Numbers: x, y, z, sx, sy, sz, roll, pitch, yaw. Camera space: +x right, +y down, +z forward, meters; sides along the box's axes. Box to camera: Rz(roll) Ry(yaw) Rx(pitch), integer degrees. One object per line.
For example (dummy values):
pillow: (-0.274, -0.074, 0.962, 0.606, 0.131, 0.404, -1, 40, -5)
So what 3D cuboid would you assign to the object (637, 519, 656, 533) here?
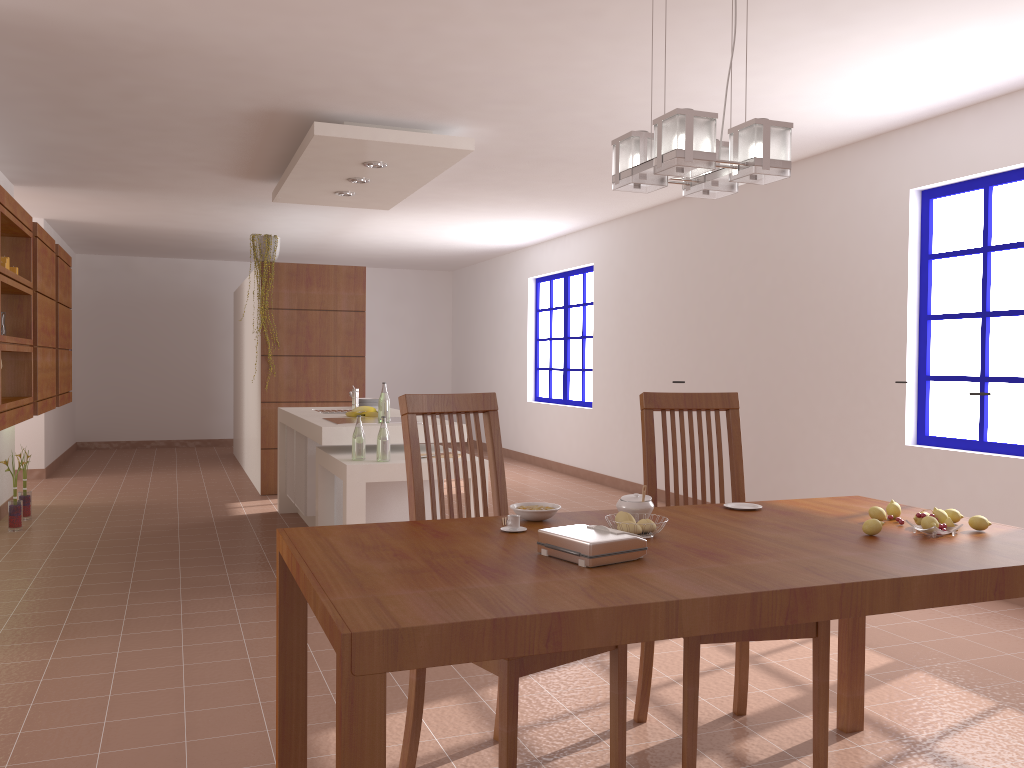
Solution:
object: (0.322, 0.341, 2.140, 0.048, 0.033, 0.060, 0, 1, -22)

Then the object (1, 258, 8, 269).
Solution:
object: (-2.769, -0.642, 4.823, 0.044, 0.099, 0.044, 0, 1, -21)

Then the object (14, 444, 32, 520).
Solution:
object: (-3.491, 0.701, 6.357, 0.087, 0.546, 0.296, 0, 1, -21)

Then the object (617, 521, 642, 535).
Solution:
object: (0.280, 0.342, 2.111, 0.061, 0.032, 0.048, 2, 2, 38)

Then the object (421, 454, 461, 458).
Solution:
object: (-0.392, 0.388, 4.794, 0.266, 0.006, 0.168, 0, 1, -4)

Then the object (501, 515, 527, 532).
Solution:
object: (0.005, 0.342, 2.177, 0.065, 0.037, 0.065, 0, 1, -8)

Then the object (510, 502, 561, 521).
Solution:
object: (0.062, 0.340, 2.334, 0.136, 0.036, 0.136, 1, 1, 27)

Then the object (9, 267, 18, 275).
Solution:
object: (-2.866, -0.635, 5.096, 0.044, 0.070, 0.044, 0, 1, -21)

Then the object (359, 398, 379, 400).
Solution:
object: (-1.108, 0.122, 6.853, 0.228, 0.020, 0.228, -1, 2, -39)

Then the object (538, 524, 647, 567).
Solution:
object: (0.184, 0.337, 1.908, 0.195, 0.062, 0.176, 0, 2, -36)

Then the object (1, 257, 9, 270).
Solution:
object: (-2.875, -0.659, 5.024, 0.044, 0.120, 0.044, 0, 1, -21)

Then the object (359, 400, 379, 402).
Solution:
object: (-1.108, 0.132, 6.853, 0.228, 0.020, 0.228, -1, 2, -39)

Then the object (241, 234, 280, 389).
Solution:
object: (-2.130, -0.607, 7.597, 0.279, 1.344, 0.297, 1, 1, 28)

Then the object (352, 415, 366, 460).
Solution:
object: (-0.790, 0.277, 4.571, 0.071, 0.230, 0.071, -1, 2, -40)

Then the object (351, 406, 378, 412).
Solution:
object: (-0.936, 0.167, 5.705, 0.207, 0.055, 0.047, -1, 2, -44)

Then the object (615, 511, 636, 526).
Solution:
object: (0.278, 0.335, 2.171, 0.048, 0.044, 0.055, -1, 2, -41)

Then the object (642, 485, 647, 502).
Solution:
object: (0.331, 0.292, 2.236, 0.010, 0.075, 0.015, 0, 1, -21)

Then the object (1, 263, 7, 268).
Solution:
object: (-2.641, -0.611, 4.592, 0.044, 0.049, 0.044, 0, 1, -21)

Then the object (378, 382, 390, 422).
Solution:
object: (-0.740, 0.106, 5.133, 0.071, 0.230, 0.071, -1, 2, -40)

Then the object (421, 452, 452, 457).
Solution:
object: (-0.430, 0.382, 4.751, 0.041, 0.008, 0.375, 1, 2, 36)

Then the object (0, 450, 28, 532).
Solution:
object: (-3.330, 0.712, 5.942, 0.087, 0.546, 0.296, 0, 1, -5)

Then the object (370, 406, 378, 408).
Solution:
object: (-1.108, 0.173, 6.854, 0.228, 0.020, 0.228, -1, 2, -39)

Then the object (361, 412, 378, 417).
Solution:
object: (-0.910, 0.195, 5.691, 0.207, 0.033, 0.060, 1, 1, 24)

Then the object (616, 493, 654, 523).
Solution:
object: (0.315, 0.322, 2.270, 0.096, 0.079, 0.096, 0, 1, -25)

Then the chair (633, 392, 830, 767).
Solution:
chair: (0.628, 0.563, 2.677, 0.444, 1.063, 0.574, 0, 1, -11)

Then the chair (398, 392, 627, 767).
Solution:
chair: (-0.024, 0.563, 2.429, 0.444, 1.063, 0.574, -1, 2, -40)

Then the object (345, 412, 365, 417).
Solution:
object: (-1.017, 0.194, 5.678, 0.060, 0.033, 0.207, -1, 2, -41)

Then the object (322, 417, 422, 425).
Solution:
object: (-0.845, 0.219, 5.317, 0.493, 0.006, 0.551, 0, 1, -21)

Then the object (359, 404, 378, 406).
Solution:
object: (-1.108, 0.163, 6.854, 0.228, 0.020, 0.228, -1, 2, -39)

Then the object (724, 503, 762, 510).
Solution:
object: (0.665, 0.354, 2.553, 0.108, 0.008, 0.108, 1, 2, 34)

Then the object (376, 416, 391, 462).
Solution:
object: (-0.655, 0.279, 4.518, 0.071, 0.230, 0.071, -1, 2, -40)

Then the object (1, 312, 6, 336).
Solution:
object: (-2.911, -0.341, 5.032, 0.054, 0.165, 0.065, 0, 1, -5)
